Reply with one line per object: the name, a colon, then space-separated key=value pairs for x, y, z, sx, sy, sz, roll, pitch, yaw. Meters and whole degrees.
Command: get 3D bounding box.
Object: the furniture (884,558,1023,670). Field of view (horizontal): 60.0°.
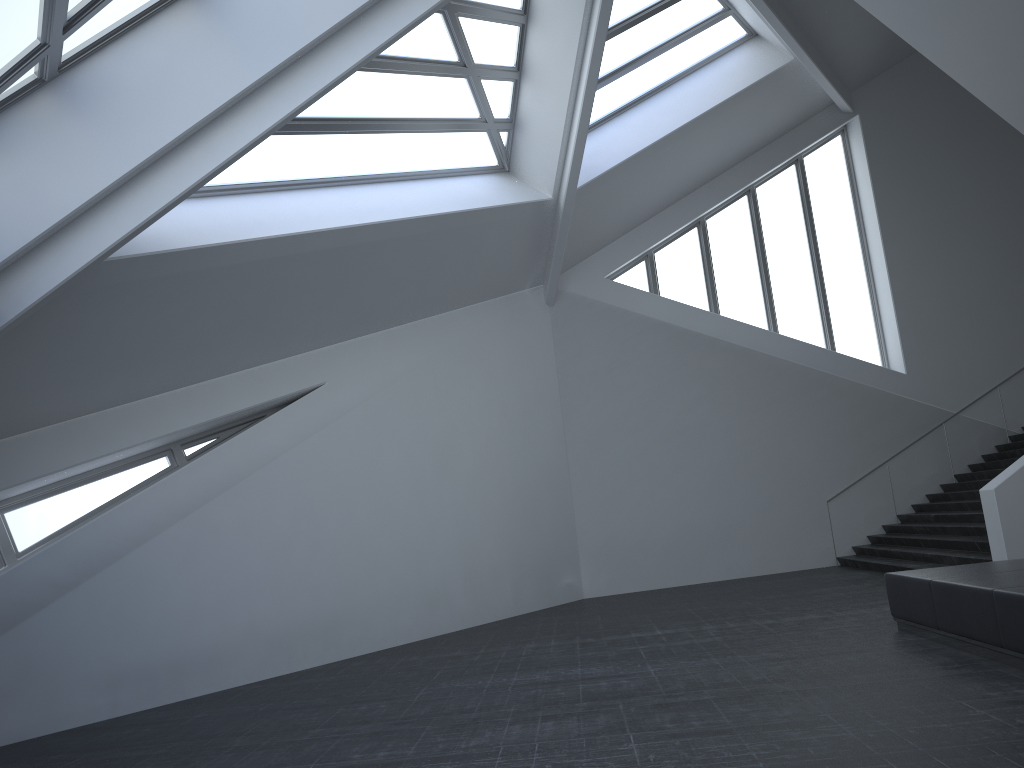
furniture: x=4.398 y=1.684 z=6.143 sx=1.488 sy=0.580 sz=5.742 roll=-7 pitch=-9 yaw=2
